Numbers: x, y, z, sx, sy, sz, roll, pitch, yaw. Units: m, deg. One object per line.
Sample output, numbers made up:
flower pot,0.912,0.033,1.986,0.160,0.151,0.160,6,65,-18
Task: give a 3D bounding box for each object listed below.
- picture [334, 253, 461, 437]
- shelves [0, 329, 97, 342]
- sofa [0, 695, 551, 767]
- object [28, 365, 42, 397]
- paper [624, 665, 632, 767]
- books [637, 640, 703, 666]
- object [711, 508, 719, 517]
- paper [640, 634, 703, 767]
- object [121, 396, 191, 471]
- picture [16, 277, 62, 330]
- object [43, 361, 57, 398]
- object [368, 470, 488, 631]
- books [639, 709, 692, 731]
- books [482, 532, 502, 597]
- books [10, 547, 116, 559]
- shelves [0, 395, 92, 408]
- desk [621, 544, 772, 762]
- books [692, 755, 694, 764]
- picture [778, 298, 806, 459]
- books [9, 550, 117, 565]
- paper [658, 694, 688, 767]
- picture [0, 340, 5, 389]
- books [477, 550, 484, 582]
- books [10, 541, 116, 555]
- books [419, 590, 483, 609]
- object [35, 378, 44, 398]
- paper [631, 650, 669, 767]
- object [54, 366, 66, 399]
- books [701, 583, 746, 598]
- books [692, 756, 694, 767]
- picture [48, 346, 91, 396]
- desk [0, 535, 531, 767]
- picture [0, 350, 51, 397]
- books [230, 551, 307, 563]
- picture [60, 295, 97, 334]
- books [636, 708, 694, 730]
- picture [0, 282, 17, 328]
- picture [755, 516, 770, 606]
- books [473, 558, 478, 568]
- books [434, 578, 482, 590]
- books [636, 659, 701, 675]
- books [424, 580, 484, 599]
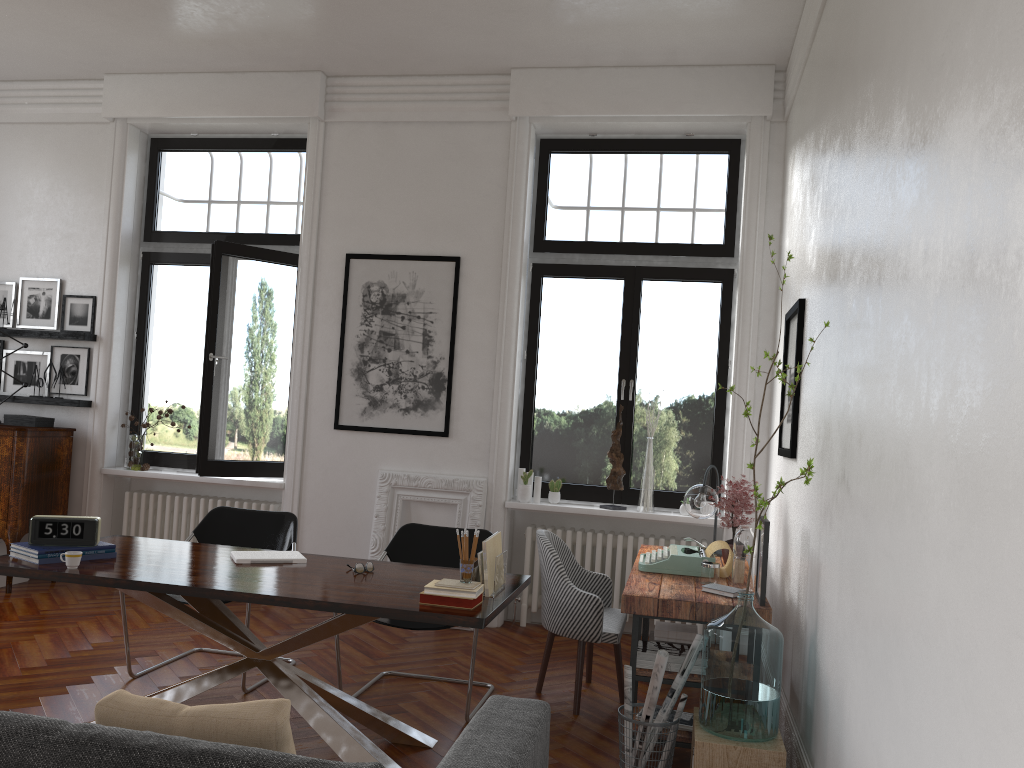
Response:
picture,-0.853,-0.295,6.558,0.882,1.323,0.035,3,-1,11
shelves,-4.044,-0.408,7.104,1.514,0.055,0.158,3,-2,11
sofa,-1.298,1.132,2.351,2.644,0.828,1.263,3,-2,11
object,-3.794,-0.023,7.052,0.124,0.260,0.040,3,-1,11
paper,0.497,1.446,3.783,0.033,0.478,0.073,5,-2,-42
books,0.733,1.242,4.094,0.308,0.038,0.226,3,-2,11
object,1.398,0.884,6.269,0.134,0.097,0.132,4,-2,-19
paper,0.676,1.385,3.827,0.294,0.625,0.047,4,-1,4
object,-2.856,0.396,7.096,0.542,0.599,0.317,4,-2,-18
picture,-3.808,-0.648,7.136,0.369,0.408,0.020,3,-1,11
object,-3.665,-0.035,7.036,0.118,0.299,0.040,3,-1,11
object,-0.629,1.183,6.371,0.830,1.062,0.234,3,-1,11
books,0.728,1.560,4.115,0.268,0.014,0.196,3,-2,10
books,-0.080,0.771,3.817,0.043,0.239,0.310,3,-2,11
books,-1.992,0.736,3.940,0.250,0.017,0.345,2,-3,36
shelves,-4.078,0.115,7.095,1.514,0.055,0.156,3,-2,11
desk,0.954,1.379,4.757,0.647,0.757,1.800,3,-2,11
books,0.782,1.570,3.440,0.170,0.232,0.012,3,-1,11
picture,1.514,-0.012,4.795,0.050,0.815,0.634,3,-2,11
books,-1.999,0.758,3.953,0.264,0.027,0.348,2,-3,36
paper,0.674,1.497,3.755,0.126,0.388,0.026,3,-1,34
picture,-4.313,-0.163,7.219,0.373,0.406,0.020,3,-1,11
books,-0.121,0.804,3.844,0.041,0.157,0.128,3,-2,11
books,-1.991,0.719,3.940,0.250,0.017,0.345,2,-3,36
books,-0.239,0.844,3.504,0.215,0.040,0.159,3,-2,13
object,-3.735,0.029,7.012,0.066,0.160,0.040,3,-1,11
paper,0.560,1.370,3.661,0.047,0.609,0.330,4,-1,-9
object,-3.593,-0.011,7.050,0.110,0.262,0.040,3,-1,11
books,0.980,0.960,4.137,0.129,0.031,0.213,6,-3,-41
books,0.779,1.570,3.427,0.170,0.232,0.012,3,-1,11
picture,-3.531,-0.106,7.066,0.343,0.384,0.020,3,-1,11
desk,-1.118,1.204,3.964,2.225,0.751,1.030,3,-2,11
picture,-3.912,-0.083,7.138,0.433,0.365,0.020,3,-1,11
books,-1.163,0.828,4.232,0.326,0.026,0.231,5,-3,-24
picture,-3.455,-0.554,7.063,0.289,0.303,0.020,3,-1,11
books,0.729,1.545,4.115,0.268,0.014,0.196,3,-3,22
picture,-4.231,-0.651,7.218,0.415,0.367,0.020,3,-1,11
picture,1.134,0.794,4.017,0.023,0.369,0.282,3,-2,11
books,-0.175,0.821,3.811,0.028,0.124,0.221,3,-2,11
books,-0.213,0.793,3.517,0.159,0.008,0.128,3,-2,13
books,0.721,1.276,4.087,0.308,0.038,0.226,3,-2,10
books,-0.228,0.811,3.508,0.207,0.028,0.164,3,-2,9
